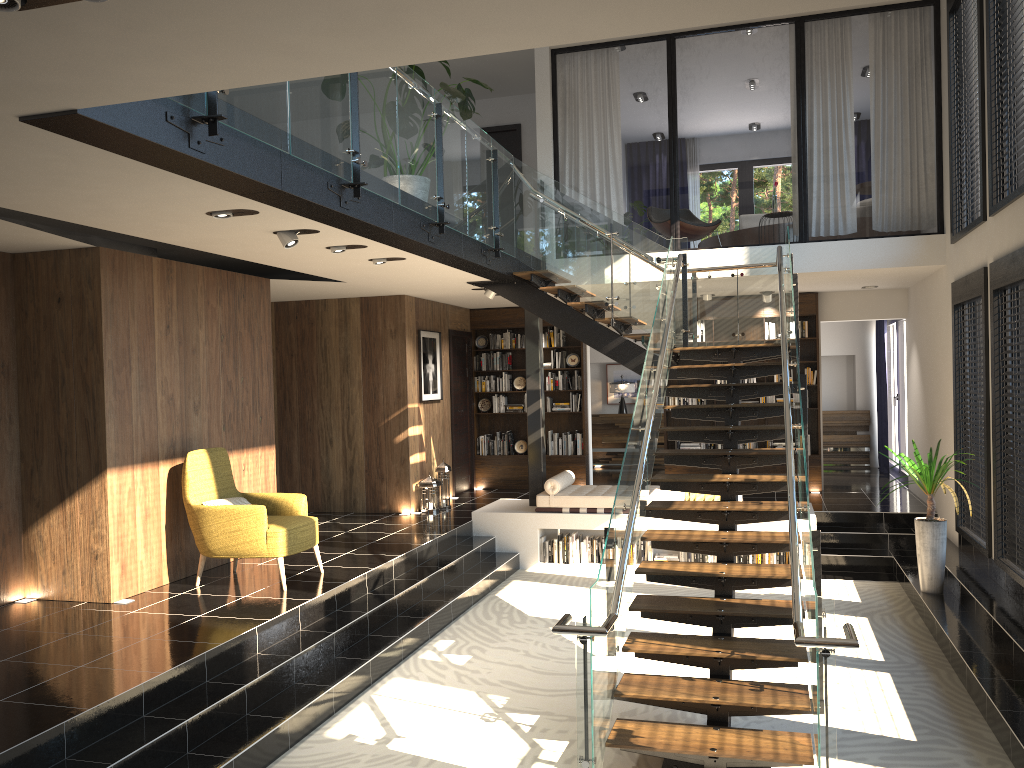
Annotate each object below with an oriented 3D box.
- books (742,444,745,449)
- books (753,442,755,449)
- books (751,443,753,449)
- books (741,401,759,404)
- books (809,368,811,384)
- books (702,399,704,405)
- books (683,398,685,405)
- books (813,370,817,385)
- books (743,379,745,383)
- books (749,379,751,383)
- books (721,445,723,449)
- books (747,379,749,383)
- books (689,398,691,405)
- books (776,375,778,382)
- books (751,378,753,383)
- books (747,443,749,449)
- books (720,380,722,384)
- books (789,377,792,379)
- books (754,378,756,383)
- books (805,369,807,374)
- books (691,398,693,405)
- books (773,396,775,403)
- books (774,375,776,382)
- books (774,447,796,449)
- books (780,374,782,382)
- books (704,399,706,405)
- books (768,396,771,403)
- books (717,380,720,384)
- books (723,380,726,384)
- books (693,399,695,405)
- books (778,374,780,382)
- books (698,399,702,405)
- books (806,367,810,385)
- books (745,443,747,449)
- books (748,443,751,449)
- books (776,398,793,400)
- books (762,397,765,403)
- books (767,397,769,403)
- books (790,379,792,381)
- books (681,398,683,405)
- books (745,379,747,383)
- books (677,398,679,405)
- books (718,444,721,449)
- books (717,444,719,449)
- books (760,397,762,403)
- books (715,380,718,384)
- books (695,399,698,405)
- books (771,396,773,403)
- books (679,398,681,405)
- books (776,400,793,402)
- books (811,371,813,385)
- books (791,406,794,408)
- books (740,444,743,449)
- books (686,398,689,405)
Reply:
[{"bbox_3d":[3.204,0.853,12.262,0.029,0.250,0.142,-1,1,16],"label":"books"},{"bbox_3d":[3.334,0.861,12.232,0.026,0.227,0.129,-1,1,16],"label":"books"},{"bbox_3d":[3.309,0.865,12.239,0.026,0.221,0.145,-1,1,16],"label":"books"},{"bbox_3d":[3.272,0.256,12.240,0.274,0.025,0.156,-1,0,20],"label":"books"},{"bbox_3d":[4.048,-0.104,12.049,0.023,0.225,0.146,-1,1,16],"label":"books"},{"bbox_3d":[2.681,0.254,12.425,0.028,0.210,0.169,-1,1,16],"label":"books"},{"bbox_3d":[2.429,0.229,12.505,0.029,0.272,0.152,-1,1,16],"label":"books"},{"bbox_3d":[4.100,-0.090,12.006,0.051,0.194,0.192,-1,1,16],"label":"books"},{"bbox_3d":[3.203,-0.104,12.253,0.032,0.265,0.149,-1,1,16],"label":"books"},{"bbox_3d":[3.291,-0.078,12.261,0.030,0.208,0.119,-1,1,16],"label":"books"},{"bbox_3d":[2.928,0.853,12.337,0.030,0.262,0.173,-1,1,16],"label":"books"},{"bbox_3d":[3.258,-0.067,12.243,0.024,0.187,0.148,-1,1,16],"label":"books"},{"bbox_3d":[2.509,0.253,12.477,0.030,0.222,0.189,-1,1,16],"label":"books"},{"bbox_3d":[3.636,-0.111,12.163,0.023,0.261,0.146,-1,1,16],"label":"books"},{"bbox_3d":[3.311,-0.085,12.234,0.024,0.220,0.148,-1,1,16],"label":"books"},{"bbox_3d":[3.256,0.829,12.246,0.025,0.294,0.177,-1,1,16],"label":"books"},{"bbox_3d":[2.912,-0.046,12.350,0.027,0.162,0.125,-1,1,16],"label":"books"},{"bbox_3d":[3.858,-0.080,12.115,0.246,0.021,0.148,-1,0,16],"label":"books"},{"bbox_3d":[3.345,-0.085,12.227,0.046,0.219,0.145,-1,1,16],"label":"books"},{"bbox_3d":[3.996,-0.099,12.055,0.026,0.219,0.156,-1,1,16],"label":"books"},{"bbox_3d":[2.540,0.277,12.480,0.027,0.171,0.146,-1,1,16],"label":"books"},{"bbox_3d":[3.583,0.196,12.135,0.031,0.277,0.168,-1,1,16],"label":"books"},{"bbox_3d":[3.615,-0.090,12.172,0.024,0.219,0.174,-1,1,16],"label":"books"},{"bbox_3d":[3.727,0.872,12.115,0.263,0.024,0.167,-1,0,11],"label":"books"},{"bbox_3d":[3.688,-0.104,12.163,0.025,0.243,0.119,-1,1,16],"label":"books"},{"bbox_3d":[2.717,0.266,12.460,0.022,0.185,0.127,-1,1,16],"label":"books"},{"bbox_3d":[3.532,0.229,12.159,0.029,0.214,0.149,-1,1,16],"label":"books"},{"bbox_3d":[2.882,-0.100,12.357,0.031,0.272,0.158,-1,1,16],"label":"books"},{"bbox_3d":[2.954,-0.080,12.315,0.027,0.228,0.208,-1,1,16],"label":"books"},{"bbox_3d":[2.560,0.234,12.451,0.029,0.256,0.167,-1,1,16],"label":"books"},{"bbox_3d":[3.656,-0.080,12.141,0.026,0.196,0.147,-1,1,16],"label":"books"},{"bbox_3d":[2.633,0.242,12.436,0.070,0.236,0.206,-1,1,16],"label":"books"},{"bbox_3d":[4.019,-0.110,12.039,0.028,0.240,0.187,-1,1,16],"label":"books"},{"bbox_3d":[3.229,0.837,12.248,0.028,0.280,0.154,-1,1,16],"label":"books"},{"bbox_3d":[3.278,0.851,12.227,0.028,0.250,0.162,-1,1,16],"label":"books"},{"bbox_3d":[3.747,0.207,12.105,0.272,0.022,0.156,-1,0,15],"label":"books"},{"bbox_3d":[3.461,0.223,12.197,0.037,0.232,0.231,-1,1,16],"label":"books"},{"bbox_3d":[3.510,0.220,12.178,0.025,0.232,0.156,-1,1,16],"label":"books"},{"bbox_3d":[3.854,-0.059,12.102,0.260,0.020,0.167,-1,0,14],"label":"books"},{"bbox_3d":[2.403,0.267,12.509,0.024,0.197,0.172,-1,1,16],"label":"books"},{"bbox_3d":[3.231,-0.062,12.240,0.027,0.179,0.164,-1,1,16],"label":"books"},{"bbox_3d":[2.357,0.264,12.531,0.022,0.207,0.130,-1,1,16],"label":"books"},{"bbox_3d":[2.893,0.829,12.336,0.035,0.312,0.160,-1,1,16],"label":"books"},{"bbox_3d":[2.874,0.854,12.378,0.026,0.263,0.156,-1,1,16],"label":"books"},{"bbox_3d":[3.427,0.208,12.195,0.026,0.263,0.156,-1,1,16],"label":"books"},{"bbox_3d":[2.854,-0.078,12.369,0.030,0.228,0.176,-1,1,16],"label":"books"},{"bbox_3d":[2.595,0.259,12.467,0.030,0.205,0.170,-1,1,16],"label":"books"},{"bbox_3d":[3.554,0.231,12.133,0.026,0.210,0.184,-1,1,16],"label":"books"},{"bbox_3d":[2.380,0.253,12.524,0.028,0.227,0.136,-1,1,16],"label":"books"},{"bbox_3d":[3.746,0.229,12.099,0.260,0.021,0.167,-1,0,14],"label":"books"},{"bbox_3d":[4.063,-0.086,12.015,0.023,0.189,0.197,-1,1,16],"label":"books"},{"bbox_3d":[3.746,0.318,12.092,0.288,0.026,0.175,-1,0,20],"label":"books"},{"bbox_3d":[3.173,0.851,12.269,0.034,0.255,0.194,-1,1,16],"label":"books"},{"bbox_3d":[2.482,0.268,12.498,0.033,0.193,0.172,-1,1,16],"label":"books"}]
